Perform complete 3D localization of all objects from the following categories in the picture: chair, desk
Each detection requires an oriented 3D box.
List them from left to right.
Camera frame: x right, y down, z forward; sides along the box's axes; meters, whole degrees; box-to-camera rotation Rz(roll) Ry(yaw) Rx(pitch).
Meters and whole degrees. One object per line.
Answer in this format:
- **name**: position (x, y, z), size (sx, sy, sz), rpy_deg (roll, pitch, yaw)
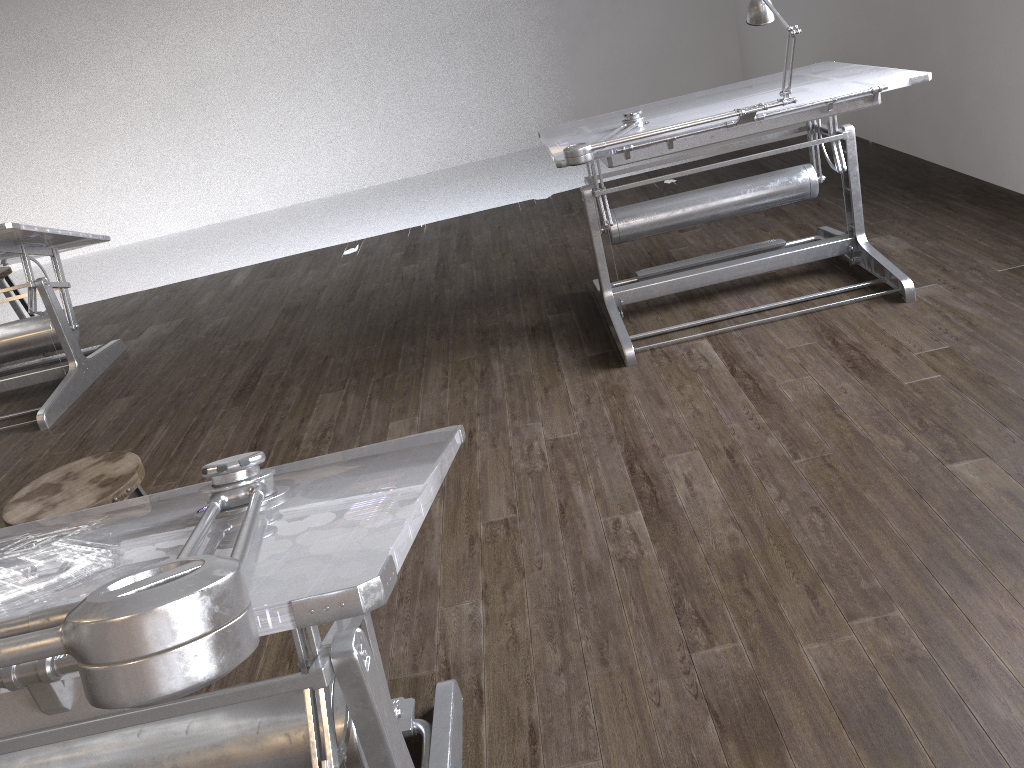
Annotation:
- **desk**: position (-0.983, 0.437, 1.164), size (2.278, 1.363, 1.096), rpy_deg (-13, 22, 2)
- **desk**: position (-3.124, -0.398, 4.210), size (2.067, 1.363, 1.096), rpy_deg (-13, 22, 2)
- **chair**: position (-2.999, -0.389, 5.200), size (0.360, 0.519, 0.376), rpy_deg (-21, 23, -18)
- **chair**: position (-0.964, 0.472, 2.154), size (0.360, 0.519, 0.376), rpy_deg (-21, 23, -18)
- **desk**: position (0.790, -0.839, 3.300), size (1.268, 1.169, 1.192), rpy_deg (-13, 22, 2)
